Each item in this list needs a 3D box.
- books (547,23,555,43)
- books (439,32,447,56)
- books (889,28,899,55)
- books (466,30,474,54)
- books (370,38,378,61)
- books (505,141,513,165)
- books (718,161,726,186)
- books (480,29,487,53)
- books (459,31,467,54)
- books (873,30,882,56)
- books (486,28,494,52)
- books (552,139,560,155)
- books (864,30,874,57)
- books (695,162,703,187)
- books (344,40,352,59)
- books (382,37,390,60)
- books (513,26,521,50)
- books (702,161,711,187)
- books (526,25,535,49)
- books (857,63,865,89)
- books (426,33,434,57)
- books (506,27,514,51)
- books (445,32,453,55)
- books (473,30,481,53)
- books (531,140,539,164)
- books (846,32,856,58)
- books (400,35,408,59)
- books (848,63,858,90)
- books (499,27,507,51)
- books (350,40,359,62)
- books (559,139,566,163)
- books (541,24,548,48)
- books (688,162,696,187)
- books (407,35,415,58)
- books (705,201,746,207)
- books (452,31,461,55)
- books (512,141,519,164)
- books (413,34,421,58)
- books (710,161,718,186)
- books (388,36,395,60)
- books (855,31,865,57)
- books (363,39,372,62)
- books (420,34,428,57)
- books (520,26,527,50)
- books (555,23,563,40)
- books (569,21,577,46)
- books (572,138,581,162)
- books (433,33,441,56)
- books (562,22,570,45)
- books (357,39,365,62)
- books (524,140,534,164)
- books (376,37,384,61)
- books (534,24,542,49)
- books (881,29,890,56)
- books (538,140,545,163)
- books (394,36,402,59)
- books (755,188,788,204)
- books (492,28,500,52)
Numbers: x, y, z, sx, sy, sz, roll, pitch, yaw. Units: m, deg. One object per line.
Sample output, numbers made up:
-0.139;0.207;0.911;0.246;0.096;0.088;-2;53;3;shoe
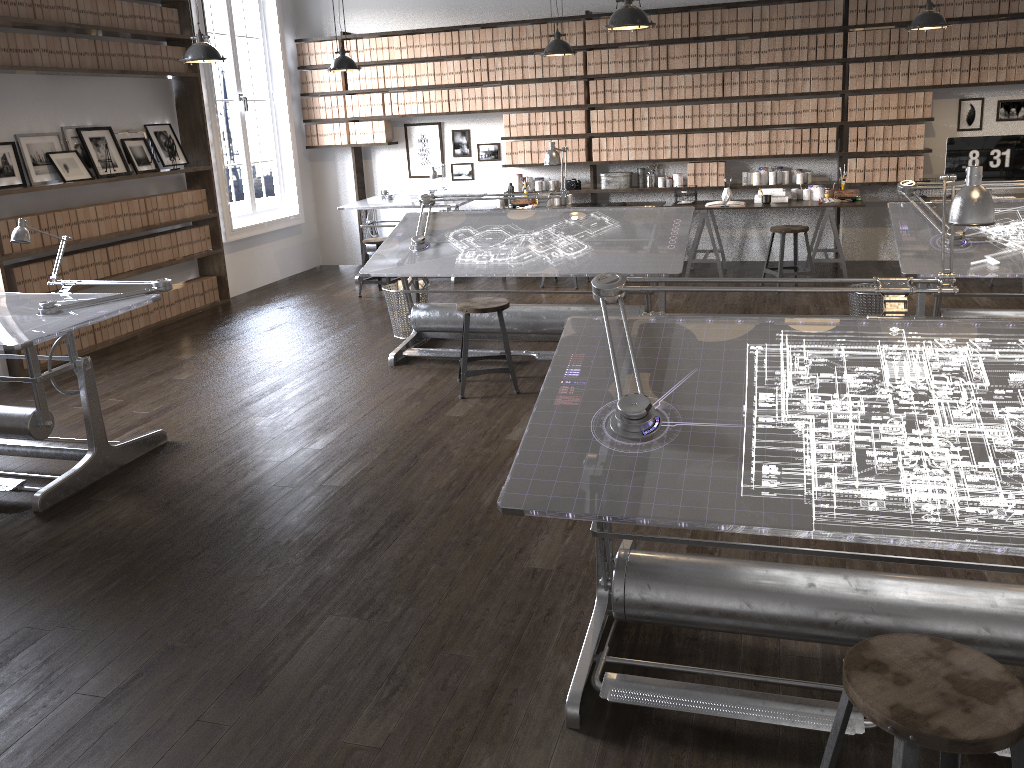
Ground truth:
0.400;-3.380;8.609;0.067;0.223;0.177;1;16;17;books
-0.668;-3.421;8.928;0.067;0.223;0.177;1;16;17;books
3.357;-3.003;7.795;0.067;0.223;0.177;1;16;17;books
-0.395;-3.410;8.844;0.067;0.223;0.176;1;16;17;books
-1.394;-3.449;9.147;0.067;0.223;0.176;1;16;17;books
-0.008;-2.353;9.013;0.067;0.223;0.177;1;16;17;books
2.011;-2.017;8.488;0.067;0.223;0.177;1;16;17;books
-0.258;-3.406;8.808;0.067;0.223;0.177;1;16;17;books
-0.462;-3.414;8.869;0.067;0.223;0.177;1;16;17;books
3.224;-3.009;7.838;0.067;0.223;0.177;1;16;17;books
-0.195;-3.401;8.783;0.067;0.223;0.177;1;16;17;books
0.456;-2.335;8.874;0.067;0.223;0.177;1;16;17;books
3.162;-3.010;7.852;0.067;0.223;0.177;1;16;17;books
1.807;-2.025;8.548;0.067;0.223;0.177;1;16;17;books
-1.673;-3.459;9.231;0.067;0.223;0.177;1;16;17;books
-1.263;-3.442;9.102;0.067;0.223;0.177;1;16;17;books
0.067;-3.393;8.710;0.067;0.223;0.177;1;16;17;books
1.875;-2.022;8.528;0.067;0.223;0.176;1;16;17;books
0.200;-3.388;8.668;0.067;0.223;0.176;1;16;17;books
3.120;-2.756;7.935;0.067;0.223;0.177;1;16;17;books
-0.799;-3.424;8.963;0.067;0.223;0.177;1;16;17;books
-0.001;-3.395;8.726;0.067;0.223;0.177;1;16;17;books
-0.605;-3.419;8.912;0.067;0.223;0.177;1;16;17;books
-0.326;-3.408;8.828;0.067;0.223;0.176;1;16;17;books
0.254;-2.344;8.940;0.067;0.223;0.177;1;16;17;books
3.025;-3.017;7.897;0.067;0.223;0.176;1;16;17;books
-1.069;-3.435;9.045;0.067;0.223;0.177;1;16;17;books
3.060;-2.759;7.957;0.067;0.223;0.177;1;16;17;books
-0.070;-3.398;8.749;0.067;0.223;0.177;1;16;17;books
-1.603;-3.455;9.205;0.067;0.223;0.177;1;16;17;books
0.525;-2.332;8.853;0.067;0.223;0.177;1;16;17;books
0.338;-3.381;8.623;0.067;0.223;0.177;1;16;17;books
1.741;-2.025;8.562;0.067;0.223;0.177;1;16;17;books
-1.001;-3.434;9.029;0.067;0.223;0.177;1;16;17;books
1.945;-1.642;8.062;0.355;0.029;0.259;2;18;17;books
-0.535;-3.415;8.886;0.067;0.223;0.177;1;16;17;books
0.057;-2.352;8.998;0.067;0.223;0.177;1;16;17;books
-0.933;-3.432;9.011;0.067;0.223;0.176;1;16;17;books
1.942;-2.018;8.504;0.067;0.223;0.176;1;16;17;books
-1.198;-3.441;9.087;0.067;0.223;0.177;1;16;17;books
3.093;-3.013;7.873;0.067;0.223;0.177;1;16;17;books
-1.463;-3.450;9.164;0.067;0.223;0.176;1;16;17;books
-0.868;-3.428;8.987;0.067;0.223;0.176;1;16;17;books
0.135;-3.391;8.692;0.067;0.223;0.176;1;16;17;books
0.472;-3.378;8.589;0.067;0.223;0.177;1;16;17;books
0.605;-3.372;8.547;0.067;0.223;0.176;1;16;17;books
0.650;-2.330;8.823;0.067;0.223;0.177;1;16;17;books
-0.730;-3.422;8.942;0.067;0.223;0.177;1;16;17;books
0.539;-3.376;8.571;0.067;0.223;0.176;1;16;17;books
-1.530;-3.454;9.188;0.067;0.223;0.177;1;16;17;books
0.186;-2.346;8.956;0.067;0.223;0.177;1;16;17;books
-1.326;-3.446;9.127;0.067;0.223;0.177;1;16;17;books
0.269;-3.384;8.644;0.067;0.223;0.177;1;16;17;books
3.288;-3.008;7.821;0.067;0.223;0.177;1;16;17;books
0.322;-2.342;8.922;0.067;0.223;0.176;1;16;17;books
-1.138;-3.438;9.068;0.067;0.223;0.177;1;16;17;books
2.373;-1.734;8.099;0.294;0.146;0.390;2;17;16;books
-0.130;-3.401;8.768;0.067;0.223;0.177;1;16;17;books
